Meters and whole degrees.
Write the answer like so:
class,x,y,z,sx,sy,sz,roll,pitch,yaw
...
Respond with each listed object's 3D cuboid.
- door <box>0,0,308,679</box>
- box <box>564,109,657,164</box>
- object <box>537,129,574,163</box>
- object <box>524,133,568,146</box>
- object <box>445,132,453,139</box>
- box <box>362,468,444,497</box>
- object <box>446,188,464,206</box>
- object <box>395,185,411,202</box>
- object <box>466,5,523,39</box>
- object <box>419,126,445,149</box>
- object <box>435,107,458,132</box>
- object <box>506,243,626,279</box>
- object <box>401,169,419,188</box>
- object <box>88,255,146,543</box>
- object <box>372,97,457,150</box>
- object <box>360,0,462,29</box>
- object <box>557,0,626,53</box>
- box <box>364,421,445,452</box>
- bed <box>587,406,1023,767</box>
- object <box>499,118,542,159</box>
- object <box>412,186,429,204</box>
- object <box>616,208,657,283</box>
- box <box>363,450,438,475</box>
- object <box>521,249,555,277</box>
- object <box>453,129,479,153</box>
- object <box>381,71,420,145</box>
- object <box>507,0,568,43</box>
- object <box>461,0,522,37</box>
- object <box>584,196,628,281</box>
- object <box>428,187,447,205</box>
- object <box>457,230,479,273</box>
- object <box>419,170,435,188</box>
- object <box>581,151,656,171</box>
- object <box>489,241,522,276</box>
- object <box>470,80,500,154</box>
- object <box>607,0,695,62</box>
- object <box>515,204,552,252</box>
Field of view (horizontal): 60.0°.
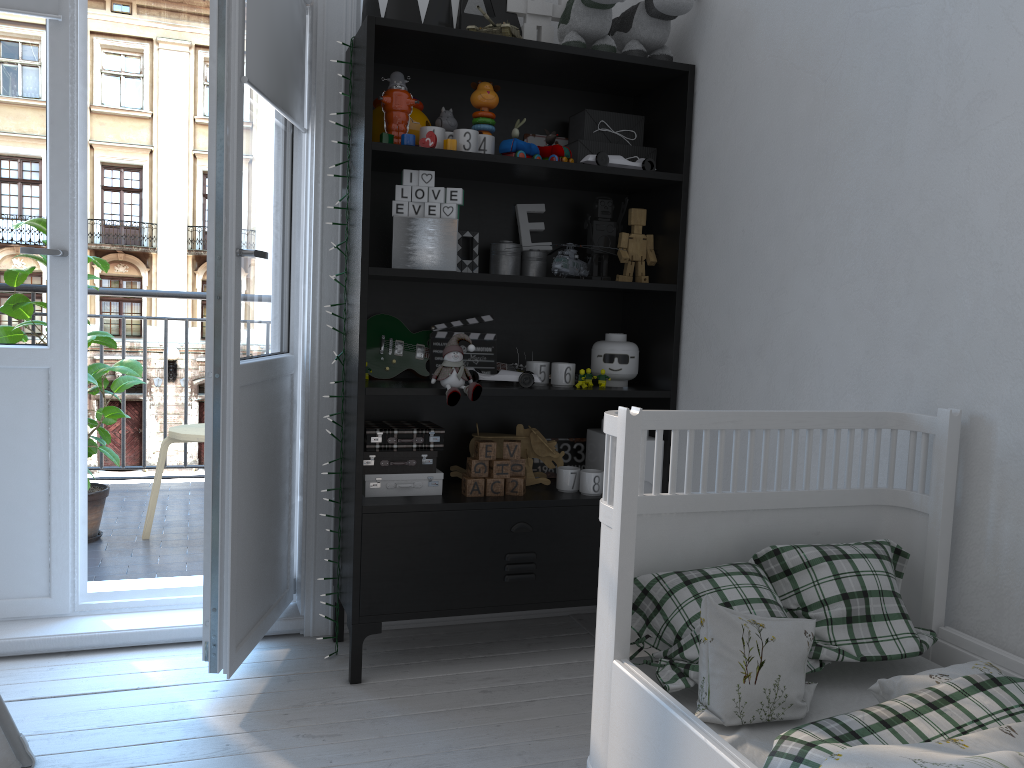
class,x,y,z,sx,sy,sz,roll,pitch,yaw
door,-1.147,-0.230,2.226,1.264,1.840,0.636,1,5,-18
box,0.288,-0.699,2.618,0.251,0.189,0.179,1,5,-20
object,0.115,-0.665,2.506,0.122,0.112,0.087,6,6,41
object,0.202,-0.682,2.702,0.347,0.132,0.037,1,5,-20
object,-0.173,-0.638,2.384,0.067,0.067,0.067,7,6,44
box,-0.317,0.266,2.471,0.215,0.062,0.179,1,5,-20
object,-0.148,-0.489,2.317,0.040,0.040,0.040,3,5,5
object,-0.284,-0.494,2.306,0.040,0.040,0.040,2,5,-10
object,-0.040,-0.949,2.381,0.121,0.100,0.338,4,5,15
object,-0.209,-0.635,2.325,0.067,0.067,0.067,1,5,-19
object,-0.185,-0.693,2.484,0.063,0.160,0.063,-2,6,-41
object,0.161,-0.349,2.540,0.368,0.106,0.349,1,5,-18
object,-0.265,-0.533,2.304,0.040,0.040,0.040,1,5,-15
object,-1.750,-0.009,3.420,0.720,1.226,0.489,2,5,-9
object,-0.281,-0.706,2.368,0.197,0.197,0.318,0,5,-23
object,-0.255,-1.040,2.412,0.272,0.259,0.394,3,5,9
object,0.208,-1.017,2.449,0.154,0.253,0.370,1,5,-12
box,-0.312,0.144,2.463,0.215,0.062,0.179,1,5,-20
bed,0.657,0.504,0.959,0.670,0.833,1.403,1,5,-20
object,0.025,-0.662,2.430,0.121,0.126,0.087,-2,6,-42
object,-0.238,-0.492,2.310,0.040,0.040,0.040,2,5,0
object,0.366,-0.402,2.595,0.114,0.221,0.052,1,5,-20
box,-0.332,0.205,2.460,0.215,0.062,0.179,1,5,-20
object,0.101,-0.346,2.553,0.078,0.091,0.246,0,5,-25
object,-0.122,-0.633,2.340,0.067,0.067,0.067,1,5,-19
object,-0.289,-0.704,2.290,0.105,0.203,0.072,1,5,-12
object,0.075,-1.054,2.574,0.190,0.291,0.065,1,5,-15
object,-0.098,-1.086,2.542,0.343,0.344,0.057,1,5,-20
object,0.274,-0.428,2.626,0.117,0.259,0.081,1,5,-20
object,-0.193,-0.491,2.314,0.040,0.040,0.040,3,5,10
object,-0.133,-0.379,2.593,0.070,0.135,0.028,1,5,-20
object,-0.223,-0.532,2.308,0.040,0.040,0.040,2,5,-10
object,0.297,-0.616,2.481,0.230,0.048,0.098,0,5,-29
object,-0.019,-0.363,2.598,0.095,0.111,0.095,1,5,-15
object,-0.076,-0.708,2.390,0.077,0.213,0.077,4,5,14
object,0.350,-1.016,2.503,0.211,0.253,0.386,-1,6,-36
object,0.065,-0.469,2.663,0.107,0.151,0.055,1,5,-20
